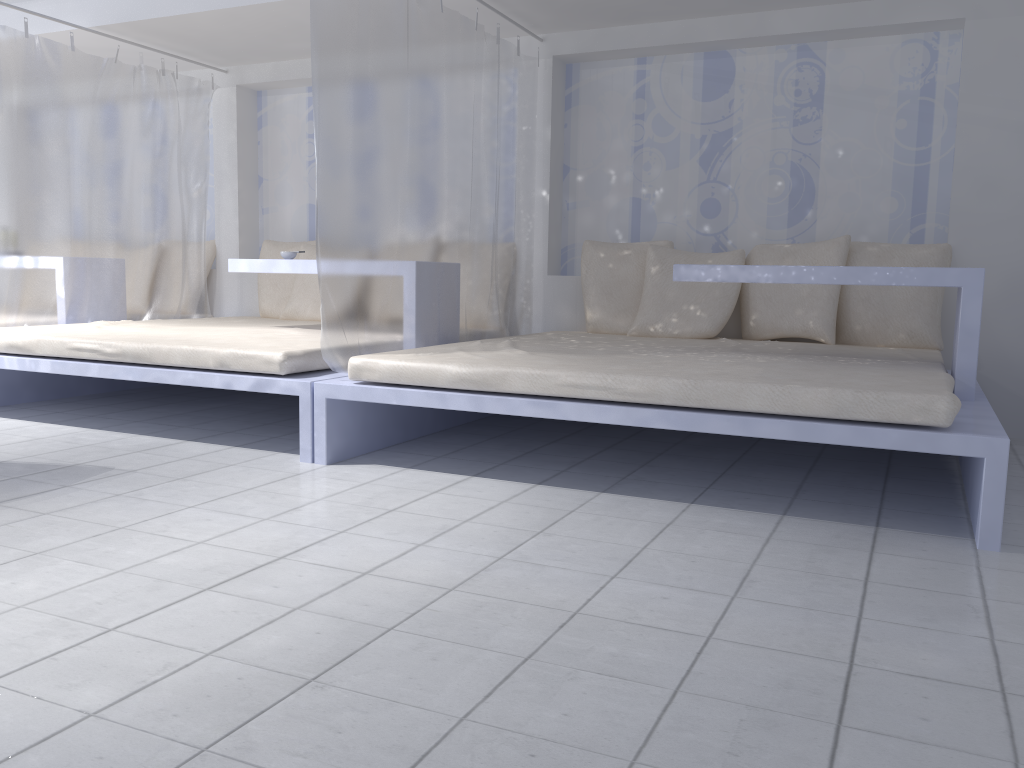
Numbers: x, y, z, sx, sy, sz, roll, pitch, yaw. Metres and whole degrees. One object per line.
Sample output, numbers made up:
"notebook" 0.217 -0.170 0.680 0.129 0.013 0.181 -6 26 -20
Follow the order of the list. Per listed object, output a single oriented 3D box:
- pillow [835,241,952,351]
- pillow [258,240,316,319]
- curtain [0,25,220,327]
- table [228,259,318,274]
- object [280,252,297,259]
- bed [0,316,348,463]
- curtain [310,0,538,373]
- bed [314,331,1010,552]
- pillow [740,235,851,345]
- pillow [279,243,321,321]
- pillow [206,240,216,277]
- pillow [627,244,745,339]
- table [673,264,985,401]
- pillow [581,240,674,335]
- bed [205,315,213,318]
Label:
"pillow" 1.769 -0.409 4.166 0.524 0.521 0.230 4 7 22
"pillow" -1.395 -0.660 5.616 0.572 0.510 0.231 4 8 24
"curtain" -2.315 -1.055 4.873 0.151 1.552 2.050 4 8 24
"table" -0.822 -0.373 4.323 1.065 0.450 0.416 4 8 24
"object" -1.130 -0.648 4.489 0.082 0.043 0.082 -1 7 -14
"bed" -1.306 -0.098 4.567 2.200 0.427 2.016 4 8 24
"curtain" -0.283 -0.887 3.994 0.125 1.559 1.998 4 7 23
"bed" 0.702 0.052 3.653 2.200 0.427 2.016 4 8 24
"pillow" 1.368 -0.459 4.319 0.537 0.527 0.233 8 10 44
"pillow" -1.123 -0.614 5.395 0.528 0.482 0.307 5 8 29
"pillow" -2.261 -0.725 6.011 0.572 0.510 0.231 4 8 25
"pillow" 0.885 -0.464 4.481 0.528 0.482 0.307 5 8 29
"table" 1.187 -0.223 3.409 1.065 0.450 0.416 4 8 24
"pillow" 0.613 -0.510 4.702 0.572 0.510 0.231 4 8 24
"bed" -3.306 -0.248 5.495 2.200 0.422 2.022 4 8 24
